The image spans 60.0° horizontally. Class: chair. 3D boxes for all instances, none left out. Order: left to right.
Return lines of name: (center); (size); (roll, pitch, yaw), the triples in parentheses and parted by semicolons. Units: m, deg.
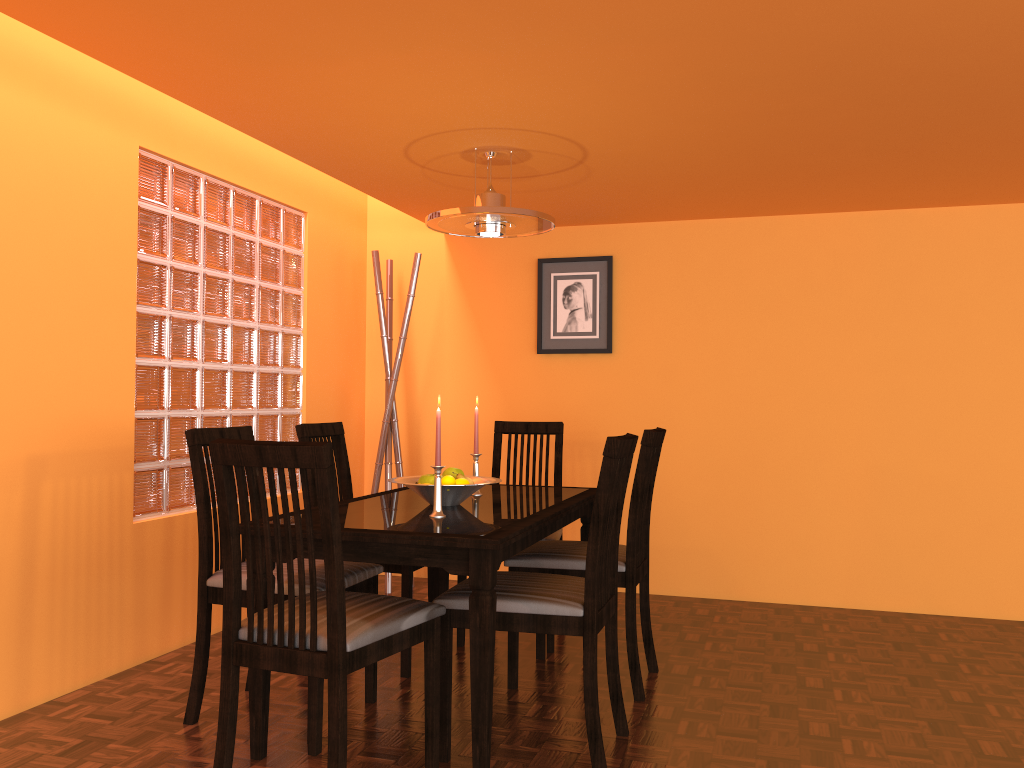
chair: (-0.653, 0.529, 2.505); (0.465, 0.809, 0.373); (0, -1, 17)
chair: (-0.415, 0.521, 1.969); (0.373, 0.809, 0.465); (0, -1, 22)
chair: (-0.483, 0.540, 3.056); (0.465, 0.809, 0.373); (0, -1, 17)
chair: (0.023, 0.550, 3.364); (0.373, 0.809, 0.465); (0, -1, 12)
chair: (0.079, 0.531, 2.278); (0.465, 0.809, 0.373); (0, -1, 17)
chair: (0.249, 0.542, 2.829); (0.465, 0.809, 0.373); (0, -1, 17)

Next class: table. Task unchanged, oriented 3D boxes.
table: (-0.176, 0.648, 2.650); (0.697, 0.584, 1.259); (0, -1, 17)

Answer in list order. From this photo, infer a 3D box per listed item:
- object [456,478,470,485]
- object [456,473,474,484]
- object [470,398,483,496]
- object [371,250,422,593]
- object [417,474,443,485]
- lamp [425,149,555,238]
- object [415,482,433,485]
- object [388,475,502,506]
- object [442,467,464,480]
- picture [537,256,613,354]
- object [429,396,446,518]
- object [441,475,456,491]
object: (-0.148, 0.295, 2.562); (0.055, 0.046, 0.046); (1, -1, -20)
object: (-0.137, 0.298, 2.623); (0.055, 0.070, 0.066); (0, -1, -2)
object: (-0.117, 0.198, 2.891); (0.044, 0.326, 0.044); (0, -1, 6)
object: (-0.560, 0.173, 4.173); (0.308, 1.589, 0.226); (0, -1, 39)
object: (-0.234, 0.304, 2.603); (0.089, 0.076, 0.087); (0, -1, 23)
lamp: (-0.072, -0.639, 2.978); (0.435, 0.274, 0.435); (0, -1, 39)
object: (-0.199, 0.310, 2.567); (0.150, 0.052, 0.066); (1, -1, -25)
object: (-0.198, 0.319, 2.620); (0.337, 0.072, 0.337); (1, -1, -17)
object: (-0.179, 0.285, 2.691); (0.069, 0.066, 0.069); (0, -1, 27)
picture: (0.295, -0.370, 4.183); (0.361, 0.456, 0.014); (0, -1, 17)
object: (-0.196, 0.188, 2.349); (0.044, 0.326, 0.044); (0, -1, 6)
object: (-0.182, 0.283, 2.526); (0.046, 0.046, 0.055); (0, -1, 0)
